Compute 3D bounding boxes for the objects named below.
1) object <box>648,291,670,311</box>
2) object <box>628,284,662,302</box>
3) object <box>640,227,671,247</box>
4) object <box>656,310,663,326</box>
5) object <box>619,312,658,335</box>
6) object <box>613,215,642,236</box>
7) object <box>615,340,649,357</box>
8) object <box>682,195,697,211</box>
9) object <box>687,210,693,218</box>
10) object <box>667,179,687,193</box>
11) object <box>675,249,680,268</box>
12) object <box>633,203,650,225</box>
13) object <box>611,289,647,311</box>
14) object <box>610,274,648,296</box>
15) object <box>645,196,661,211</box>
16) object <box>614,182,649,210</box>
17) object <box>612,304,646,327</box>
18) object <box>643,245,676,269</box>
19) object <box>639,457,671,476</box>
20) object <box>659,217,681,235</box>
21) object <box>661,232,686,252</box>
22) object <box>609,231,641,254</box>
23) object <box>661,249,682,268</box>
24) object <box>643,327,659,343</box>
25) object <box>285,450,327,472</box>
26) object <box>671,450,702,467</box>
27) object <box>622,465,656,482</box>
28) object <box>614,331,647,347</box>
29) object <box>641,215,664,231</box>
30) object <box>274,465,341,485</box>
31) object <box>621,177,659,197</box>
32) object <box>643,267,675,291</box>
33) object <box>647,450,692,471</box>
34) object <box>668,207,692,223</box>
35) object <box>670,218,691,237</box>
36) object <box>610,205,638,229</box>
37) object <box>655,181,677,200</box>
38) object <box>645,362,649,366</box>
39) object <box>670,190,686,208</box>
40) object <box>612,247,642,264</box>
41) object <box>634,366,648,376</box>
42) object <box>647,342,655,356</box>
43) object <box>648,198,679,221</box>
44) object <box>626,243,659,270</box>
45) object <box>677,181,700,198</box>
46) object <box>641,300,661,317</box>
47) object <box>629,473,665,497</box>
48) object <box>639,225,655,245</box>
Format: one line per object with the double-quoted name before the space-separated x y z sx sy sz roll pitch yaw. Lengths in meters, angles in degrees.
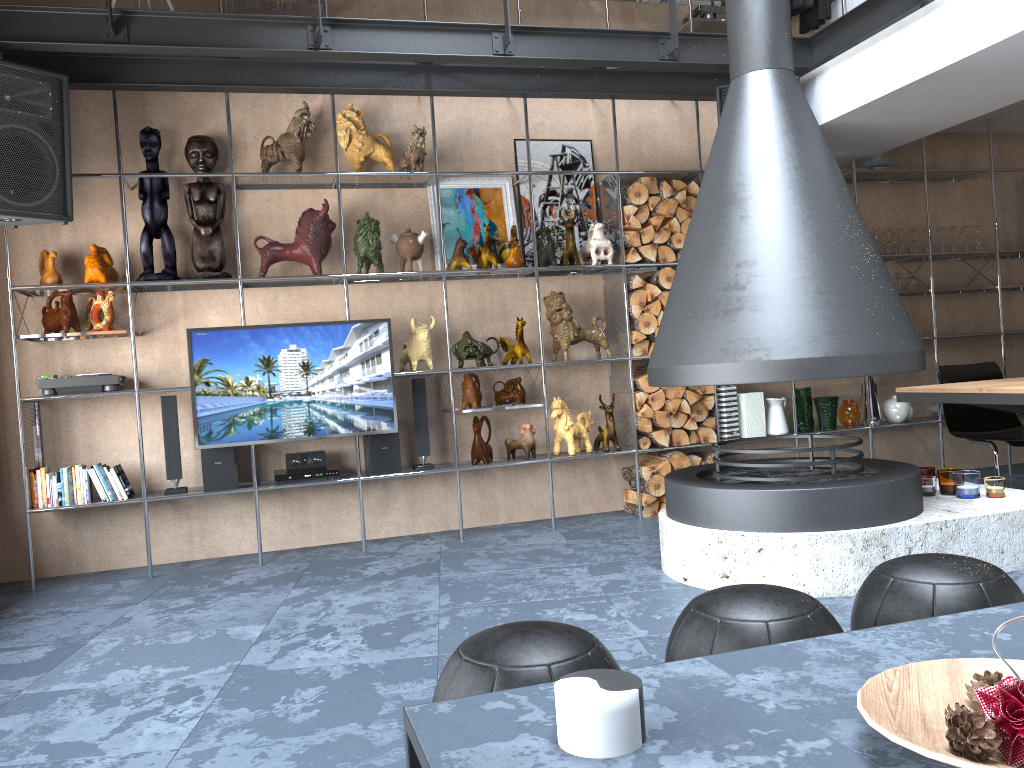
"object" 0.933 -0.515 5.616 0.164 0.128 0.321 -4 1 -16
"object" 0.834 -0.566 5.620 0.098 0.115 0.362 -4 1 -16
"object" 0.898 -0.920 5.649 0.147 0.118 0.288 -4 1 -12
"object" 0.903 -0.412 5.633 0.101 0.110 0.331 -4 1 -14
"object" 0.794 -0.370 5.574 0.143 0.143 0.286 -4 1 -16
"object" 0.703 -0.982 5.580 0.107 0.110 0.331 -4 1 -14
"object" 0.757 -0.219 5.607 0.126 0.112 0.287 -4 1 -16
"object" 1.092 -1.128 5.700 0.135 0.114 0.299 -4 1 -14
"object" 1.116 -1.031 5.690 0.111 0.121 0.309 -4 1 -15
"object" 1.012 -1.227 5.684 0.102 0.103 0.330 -4 1 -12
"object" 1.112 -0.819 5.710 0.126 0.112 0.287 -4 1 -15
"object" 0.771 -1.044 5.613 0.112 0.153 0.290 -4 1 -13
"object" 0.737 -0.529 5.597 0.135 0.114 0.299 -4 1 -18
"object" 0.737 -0.619 5.583 0.121 0.107 0.308 -4 1 -20
"object" 0.840 -1.117 5.605 0.098 0.090 0.303 -4 1 -15
"object" 0.738 -1.158 5.564 0.140 0.150 0.312 -4 1 -12
"object" 0.734 -0.429 5.580 0.111 0.121 0.309 -4 1 -17
"object" 0.922 -0.808 5.651 0.135 0.114 0.299 -4 1 -14
"object" 0.879 0.531 5.607 0.128 0.107 0.329 -4 1 -15
"object" 0.949 -0.989 5.649 0.101 0.110 0.331 -4 1 -18
"object" 1.003 -0.885 5.637 0.103 0.110 0.312 -4 1 -12
"object" 0.695 -0.887 5.575 0.110 0.109 0.321 -4 1 -16
"object" 1.029 -0.802 5.681 0.087 0.095 0.303 -4 1 -16
"object" 0.877 -0.303 5.599 0.103 0.110 0.312 -4 1 -19
"object" -1.177 0.440 5.063 0.223 0.101 0.080 -4 1 -16
"object" 1.093 0.495 5.669 0.099 0.131 0.309 -4 1 -20
"object" 0.797 0.566 5.585 0.111 0.121 0.309 -4 1 -17
"object" 0.738 -0.286 5.577 0.095 0.088 0.303 -4 1 -18
"object" 0.866 -0.996 5.642 0.107 0.098 0.330 -4 1 -12
"object" -1.173 0.519 5.069 0.360 0.058 0.325 -4 1 -16
"object" 0.807 -1.227 5.620 0.129 0.118 0.299 -4 1 -18
"object" 0.918 -0.647 5.612 0.140 0.150 0.312 -4 1 -19
"object" 0.995 0.481 5.621 0.164 0.128 0.321 -4 1 -16
"object" 1.031 -1.053 5.665 0.128 0.107 0.329 -4 1 -16
"object" 1.077 -0.964 5.657 0.143 0.143 0.286 -4 1 -15
"object" 0.701 -1.049 5.573 0.097 0.120 0.308 -4 1 -11
"object" 0.931 -1.199 5.612 0.107 0.121 0.289 -4 1 -17
"object" 0.975 -0.082 5.672 0.140 0.150 0.312 -4 1 -19
"object" 0.993 -1.151 5.667 0.098 0.115 0.362 -4 1 -15
"object" 0.709 -0.793 5.581 0.107 0.105 0.330 -4 1 -13
"object" 0.880 -0.061 5.651 0.107 0.121 0.289 -4 1 -15
"object" 0.844 -0.215 5.626 0.087 0.095 0.303 -4 1 -16
"object" 0.919 -1.087 5.615 0.164 0.128 0.321 -4 1 -15
"object" 0.797 -0.804 5.631 0.154 0.131 0.362 -4 1 -16
"object" 1.087 -1.218 5.684 0.121 0.107 0.308 -4 1 -12
"object" 0.817 -0.464 5.602 0.128 0.107 0.329 -4 1 -15
"object" 0.857 0.625 5.579 0.143 0.143 0.286 -4 1 -16
"object" 0.801 -0.929 5.605 0.095 0.135 0.329 -4 1 -12
